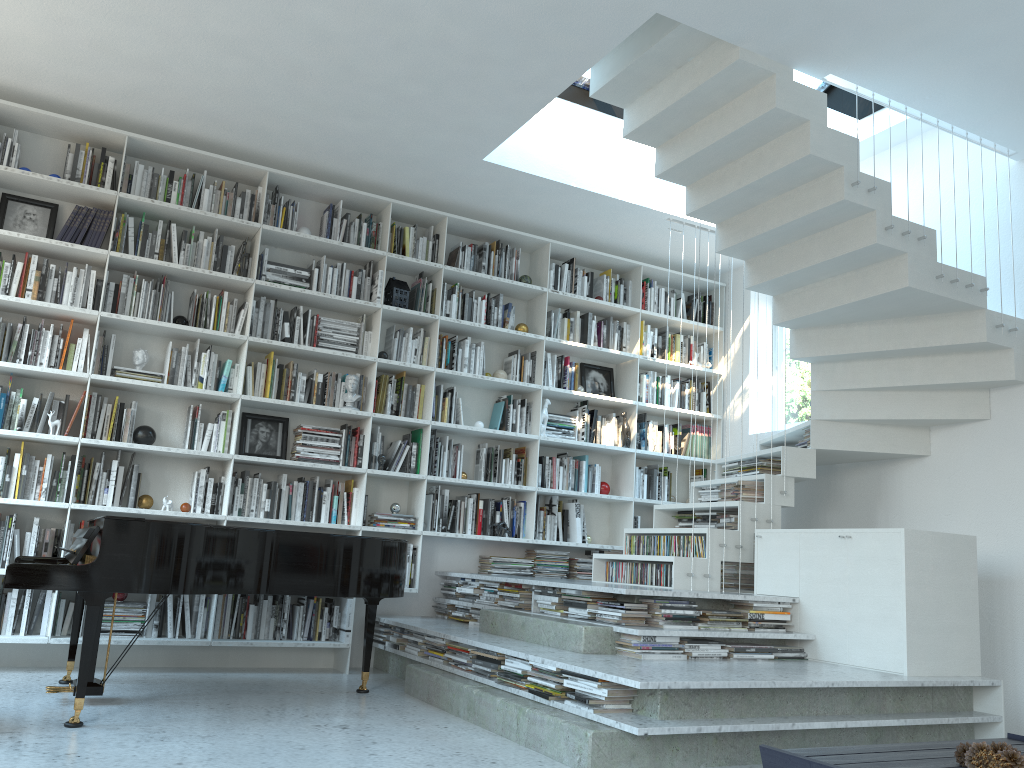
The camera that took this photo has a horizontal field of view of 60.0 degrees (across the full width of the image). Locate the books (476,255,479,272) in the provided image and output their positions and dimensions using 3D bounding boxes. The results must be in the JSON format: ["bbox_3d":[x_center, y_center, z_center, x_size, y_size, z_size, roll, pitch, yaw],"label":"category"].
[{"bbox_3d":[-0.291,-0.842,6.540,0.031,0.190,0.132,9,-12,-27],"label":"books"}]

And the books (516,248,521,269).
[{"bbox_3d":[0.016,-0.854,6.673,0.006,0.305,0.163,9,-12,-27],"label":"books"}]

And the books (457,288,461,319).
[{"bbox_3d":[-0.418,-0.544,6.394,0.010,0.268,0.166,9,-12,-27],"label":"books"}]

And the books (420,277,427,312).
[{"bbox_3d":[-0.655,-0.597,6.264,0.021,0.287,0.179,9,-12,-27],"label":"books"}]

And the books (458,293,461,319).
[{"bbox_3d":[-0.413,-0.525,6.404,0.012,0.235,0.165,9,-12,-27],"label":"books"}]

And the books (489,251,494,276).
[{"bbox_3d":[-0.183,-0.850,6.565,0.018,0.230,0.160,9,-12,-27],"label":"books"}]

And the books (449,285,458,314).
[{"bbox_3d":[-0.442,-0.554,6.390,0.011,0.282,0.173,9,-12,-27],"label":"books"}]

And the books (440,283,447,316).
[{"bbox_3d":[-0.515,-0.569,6.346,0.012,0.284,0.159,9,-12,-27],"label":"books"}]

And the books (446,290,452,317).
[{"bbox_3d":[-0.484,-0.541,6.368,0.026,0.242,0.148,9,-12,-27],"label":"books"}]

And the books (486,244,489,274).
[{"bbox_3d":[-0.218,-0.882,6.579,0.017,0.294,0.139,9,-12,-27],"label":"books"}]

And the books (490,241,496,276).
[{"bbox_3d":[-0.172,-0.887,6.583,0.006,0.311,0.179,9,-12,-27],"label":"books"}]

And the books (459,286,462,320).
[{"bbox_3d":[-0.402,-0.552,6.421,0.021,0.295,0.138,9,-12,-27],"label":"books"}]

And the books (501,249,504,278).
[{"bbox_3d":[-0.111,-0.858,6.617,0.008,0.274,0.163,9,-12,-26],"label":"books"}]

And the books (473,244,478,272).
[{"bbox_3d":[-0.305,-0.880,6.519,0.021,0.256,0.169,9,-12,-27],"label":"books"}]

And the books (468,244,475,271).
[{"bbox_3d":[-0.326,-0.884,6.506,0.030,0.255,0.161,9,-12,-27],"label":"books"}]

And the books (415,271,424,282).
[{"bbox_3d":[-0.677,-0.621,6.281,0.025,0.338,0.143,9,-12,-27],"label":"books"}]

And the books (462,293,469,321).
[{"bbox_3d":[-0.364,-0.522,6.418,0.027,0.241,0.160,9,-12,-27],"label":"books"}]

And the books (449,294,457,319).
[{"bbox_3d":[-0.453,-0.522,6.360,0.026,0.207,0.181,9,-12,-27],"label":"books"}]

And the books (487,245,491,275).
[{"bbox_3d":[-0.201,-0.876,6.581,0.007,0.284,0.159,9,-12,-27],"label":"books"}]

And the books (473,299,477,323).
[{"bbox_3d":[-0.301,-0.496,6.466,0.025,0.216,0.144,9,-12,-27],"label":"books"}]

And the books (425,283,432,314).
[{"bbox_3d":[-0.615,-0.572,6.276,0.013,0.248,0.186,9,-12,-27],"label":"books"}]

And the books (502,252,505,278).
[{"bbox_3d":[-0.097,-0.844,6.621,0.024,0.252,0.150,9,-12,-27],"label":"books"}]

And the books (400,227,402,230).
[{"bbox_3d":[-0.814,-0.965,6.279,0.007,0.263,0.133,9,-12,-27],"label":"books"}]

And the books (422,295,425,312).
[{"bbox_3d":[-0.655,-0.554,6.280,0.013,0.210,0.140,9,-12,-27],"label":"books"}]

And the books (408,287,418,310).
[{"bbox_3d":[-0.711,-0.564,6.258,0.019,0.213,0.156,9,-12,-27],"label":"books"}]

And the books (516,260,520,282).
[{"bbox_3d":[0.004,-0.808,6.658,0.014,0.208,0.188,9,-12,-27],"label":"books"}]

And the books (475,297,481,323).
[{"bbox_3d":[-0.274,-0.504,6.468,0.023,0.236,0.149,9,-12,-27],"label":"books"}]

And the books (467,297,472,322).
[{"bbox_3d":[-0.338,-0.504,6.454,0.028,0.223,0.142,9,-12,-27],"label":"books"}]

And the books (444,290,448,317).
[{"bbox_3d":[-0.503,-0.541,6.364,0.012,0.239,0.139,9,-12,-27],"label":"books"}]

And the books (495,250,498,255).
[{"bbox_3d":[-0.152,-0.854,6.588,0.008,0.250,0.170,9,-12,-27],"label":"books"}]

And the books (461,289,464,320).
[{"bbox_3d":[-0.391,-0.539,6.433,0.013,0.276,0.133,9,-12,-27],"label":"books"}]

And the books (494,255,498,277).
[{"bbox_3d":[-0.158,-0.834,6.564,0.018,0.200,0.188,9,-12,-27],"label":"books"}]

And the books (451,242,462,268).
[{"bbox_3d":[-0.413,-0.894,6.451,0.009,0.243,0.173,9,-12,-27],"label":"books"}]

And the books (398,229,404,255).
[{"bbox_3d":[-0.808,-0.957,6.241,0.015,0.233,0.171,9,-12,-27],"label":"books"}]

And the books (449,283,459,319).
[{"bbox_3d":[-0.428,-0.565,6.393,0.014,0.306,0.152,9,-12,-27],"label":"books"}]

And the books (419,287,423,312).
[{"bbox_3d":[-0.676,-0.560,6.272,0.024,0.216,0.169,9,-12,-27],"label":"books"}]

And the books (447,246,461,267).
[{"bbox_3d":[-0.435,-0.880,6.430,0.046,0.206,0.183,9,-12,-27],"label":"books"}]

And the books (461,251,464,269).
[{"bbox_3d":[-0.391,-0.859,6.467,0.009,0.183,0.160,9,-12,-27],"label":"books"}]

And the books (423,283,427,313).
[{"bbox_3d":[-0.641,-0.576,6.279,0.005,0.254,0.159,9,-12,-26],"label":"books"}]

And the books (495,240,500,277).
[{"bbox_3d":[-0.142,-0.891,6.597,0.007,0.328,0.184,9,-12,-27],"label":"books"}]

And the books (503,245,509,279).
[{"bbox_3d":[-0.077,-0.870,6.626,0.008,0.306,0.183,9,-12,-27],"label":"books"}]

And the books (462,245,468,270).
[{"bbox_3d":[-0.374,-0.882,6.465,0.013,0.229,0.174,9,-12,-27],"label":"books"}]

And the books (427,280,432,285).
[{"bbox_3d":[-0.608,-0.585,6.321,0.005,0.291,0.130,9,-12,-27],"label":"books"}]

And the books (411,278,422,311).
[{"bbox_3d":[-0.687,-0.596,6.239,0.021,0.271,0.190,9,-12,-27],"label":"books"}]

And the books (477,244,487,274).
[{"bbox_3d":[-0.244,-0.876,6.524,0.028,0.257,0.185,9,-12,-27],"label":"books"}]

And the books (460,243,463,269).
[{"bbox_3d":[-0.408,-0.892,6.464,0.011,0.243,0.173,9,-12,-27],"label":"books"}]

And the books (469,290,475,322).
[{"bbox_3d":[-0.316,-0.532,6.465,0.013,0.283,0.154,9,-12,-27],"label":"books"}]

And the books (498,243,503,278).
[{"bbox_3d":[-0.126,-0.877,6.585,0.015,0.298,0.183,9,-12,-27],"label":"books"}]

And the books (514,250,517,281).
[{"bbox_3d":[-0.017,-0.847,6.648,0.008,0.278,0.180,9,-12,-26],"label":"books"}]

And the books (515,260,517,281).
[{"bbox_3d":[-0.014,-0.812,6.660,0.018,0.214,0.158,9,-12,-27],"label":"books"}]

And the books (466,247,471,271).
[{"bbox_3d":[-0.353,-0.874,6.490,0.028,0.225,0.163,9,-12,-27],"label":"books"}]

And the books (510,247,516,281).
[{"bbox_3d":[-0.029,-0.857,6.651,0.013,0.296,0.189,9,-12,-27],"label":"books"}]

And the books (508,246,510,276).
[{"bbox_3d":[-0.056,-0.867,6.670,0.008,0.321,0.134,9,-12,-27],"label":"books"}]

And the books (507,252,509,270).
[{"bbox_3d":[-0.072,-0.844,6.632,0.014,0.258,0.150,9,-12,-27],"label":"books"}]

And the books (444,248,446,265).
[{"bbox_3d":[-0.520,-0.944,6.390,0.019,0.303,0.176,9,-12,-27],"label":"books"}]

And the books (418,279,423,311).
[{"bbox_3d":[-0.679,-0.592,6.257,0.022,0.271,0.181,9,-12,-27],"label":"books"}]

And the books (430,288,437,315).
[{"bbox_3d":[-0.588,-0.550,6.287,0.008,0.213,0.224,9,-12,-26],"label":"books"}]

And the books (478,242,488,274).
[{"bbox_3d":[-0.231,-0.886,6.559,0.024,0.292,0.167,9,-12,-27],"label":"books"}]

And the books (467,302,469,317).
[{"bbox_3d":[-0.355,-0.504,6.440,0.014,0.214,0.132,9,-12,-27],"label":"books"}]

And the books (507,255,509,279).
[{"bbox_3d":[-0.060,-0.861,6.647,0.019,0.298,0.137,9,-12,-27],"label":"books"}]
